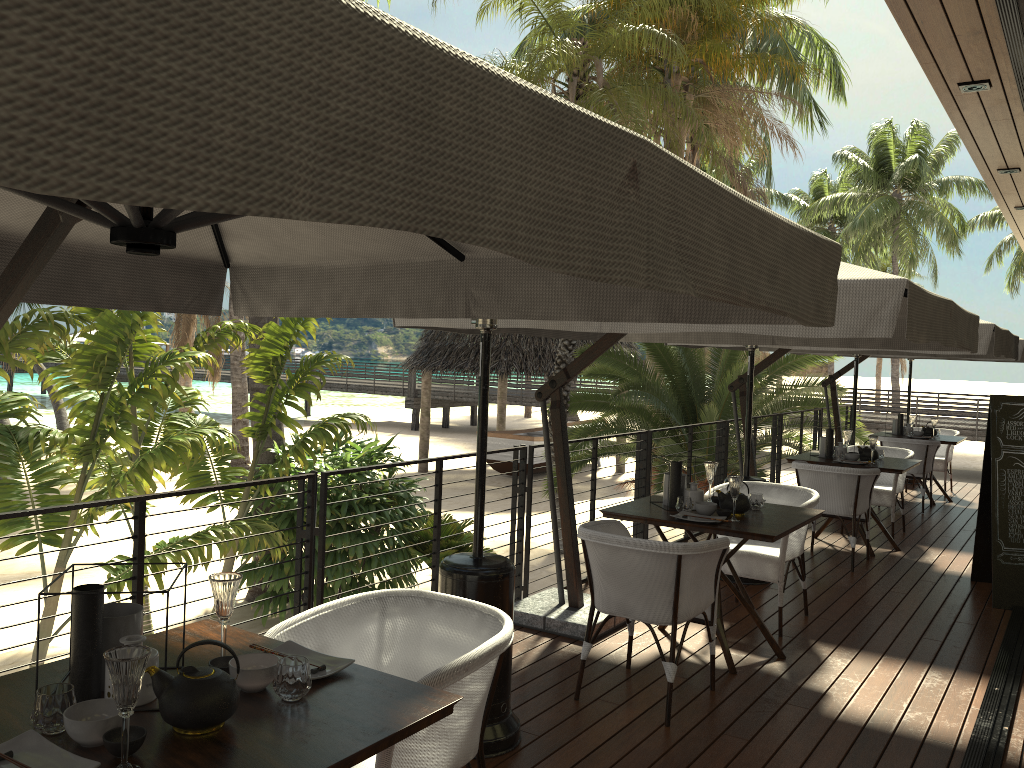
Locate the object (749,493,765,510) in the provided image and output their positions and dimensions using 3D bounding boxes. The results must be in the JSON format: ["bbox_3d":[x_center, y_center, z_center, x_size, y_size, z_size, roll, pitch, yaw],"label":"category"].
[{"bbox_3d":[1.338,0.644,4.858,0.086,0.086,0.086,3,2,38],"label":"object"}]

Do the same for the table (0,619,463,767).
[{"bbox_3d":[-0.769,1.089,1.953,0.932,0.749,0.931,3,2,33],"label":"table"}]

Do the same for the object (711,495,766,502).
[{"bbox_3d":[1.281,0.665,5.063,0.295,0.025,0.170,4,3,33],"label":"object"}]

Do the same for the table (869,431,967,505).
[{"bbox_3d":[4.784,0.987,10.461,0.932,0.749,0.931,3,2,33],"label":"table"}]

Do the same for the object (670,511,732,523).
[{"bbox_3d":[0.958,0.676,4.444,0.295,0.025,0.170,4,3,33],"label":"object"}]

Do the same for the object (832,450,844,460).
[{"bbox_3d":[2.750,0.602,7.474,0.086,0.086,0.086,3,2,38],"label":"object"}]

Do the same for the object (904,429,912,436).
[{"bbox_3d":[4.614,0.568,10.330,0.086,0.086,0.086,3,2,38],"label":"object"}]

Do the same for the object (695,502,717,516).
[{"bbox_3d":[1.005,0.652,4.601,0.116,0.065,0.116,3,2,32],"label":"object"}]

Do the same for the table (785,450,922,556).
[{"bbox_3d":[2.933,1.021,7.625,0.932,0.749,0.931,3,2,33],"label":"table"}]

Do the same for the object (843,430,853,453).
[{"bbox_3d":[2.972,0.523,7.859,0.082,0.227,0.082,3,1,34],"label":"object"}]

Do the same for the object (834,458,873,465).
[{"bbox_3d":[2.806,0.642,7.274,0.295,0.025,0.170,4,3,33],"label":"object"}]

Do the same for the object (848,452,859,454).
[{"bbox_3d":[3.128,0.632,7.893,0.295,0.025,0.170,4,3,33],"label":"object"}]

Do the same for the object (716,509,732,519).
[{"bbox_3d":[1.087,0.668,4.548,0.080,0.042,0.080,2,2,-6],"label":"object"}]

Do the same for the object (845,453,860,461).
[{"bbox_3d":[2.852,0.618,7.431,0.116,0.065,0.116,4,2,37],"label":"object"}]

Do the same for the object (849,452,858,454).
[{"bbox_3d":[2.998,0.622,7.788,0.080,0.042,0.080,3,2,24],"label":"object"}]

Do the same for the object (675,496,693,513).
[{"bbox_3d":[0.902,0.635,4.643,0.086,0.086,0.086,3,2,38],"label":"object"}]

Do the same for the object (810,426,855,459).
[{"bbox_3d":[2.779,0.507,7.691,0.263,0.264,0.263,2,2,-12],"label":"object"}]

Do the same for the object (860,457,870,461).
[{"bbox_3d":[2.935,0.635,7.378,0.080,0.042,0.080,3,2,24],"label":"object"}]

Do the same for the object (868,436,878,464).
[{"bbox_3d":[2.970,0.543,7.302,0.082,0.227,0.082,3,1,34],"label":"object"}]

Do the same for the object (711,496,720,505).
[{"bbox_3d":[1.151,0.656,4.958,0.080,0.042,0.080,2,2,-6],"label":"object"}]

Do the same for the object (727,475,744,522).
[{"bbox_3d":[1.123,0.577,4.472,0.082,0.227,0.082,3,1,22],"label":"object"}]

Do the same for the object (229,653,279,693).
[{"bbox_3d":[-0.606,0.683,2.083,0.116,0.065,0.116,3,2,32],"label":"object"}]

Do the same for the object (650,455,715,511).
[{"bbox_3d":[0.932,0.540,4.861,0.263,0.264,0.263,2,2,-12],"label":"object"}]

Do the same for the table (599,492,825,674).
[{"bbox_3d":[1.082,1.055,4.789,0.932,0.749,0.931,3,2,33],"label":"table"}]

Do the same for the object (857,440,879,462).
[{"bbox_3d":[3.028,0.564,7.529,0.168,0.179,0.163,3,2,31],"label":"object"}]

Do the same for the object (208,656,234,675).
[{"bbox_3d":[-0.690,0.689,2.137,0.080,0.042,0.080,2,2,-6],"label":"object"}]

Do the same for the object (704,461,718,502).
[{"bbox_3d":[1.125,0.557,5.029,0.082,0.227,0.082,3,1,34],"label":"object"}]

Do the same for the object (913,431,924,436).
[{"bbox_3d":[4.717,0.584,10.287,0.116,0.065,0.116,4,2,37],"label":"object"}]

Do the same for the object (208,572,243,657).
[{"bbox_3d":[-0.717,0.590,2.208,0.082,0.227,0.082,3,1,34],"label":"object"}]

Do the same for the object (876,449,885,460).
[{"bbox_3d":[3.185,0.611,7.688,0.086,0.086,0.086,3,2,38],"label":"object"}]

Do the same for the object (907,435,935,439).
[{"bbox_3d":[4.670,0.608,10.130,0.295,0.025,0.170,4,3,33],"label":"object"}]

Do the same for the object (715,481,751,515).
[{"bbox_3d":[1.181,0.598,4.696,0.163,0.179,0.168,3,2,35],"label":"object"}]
